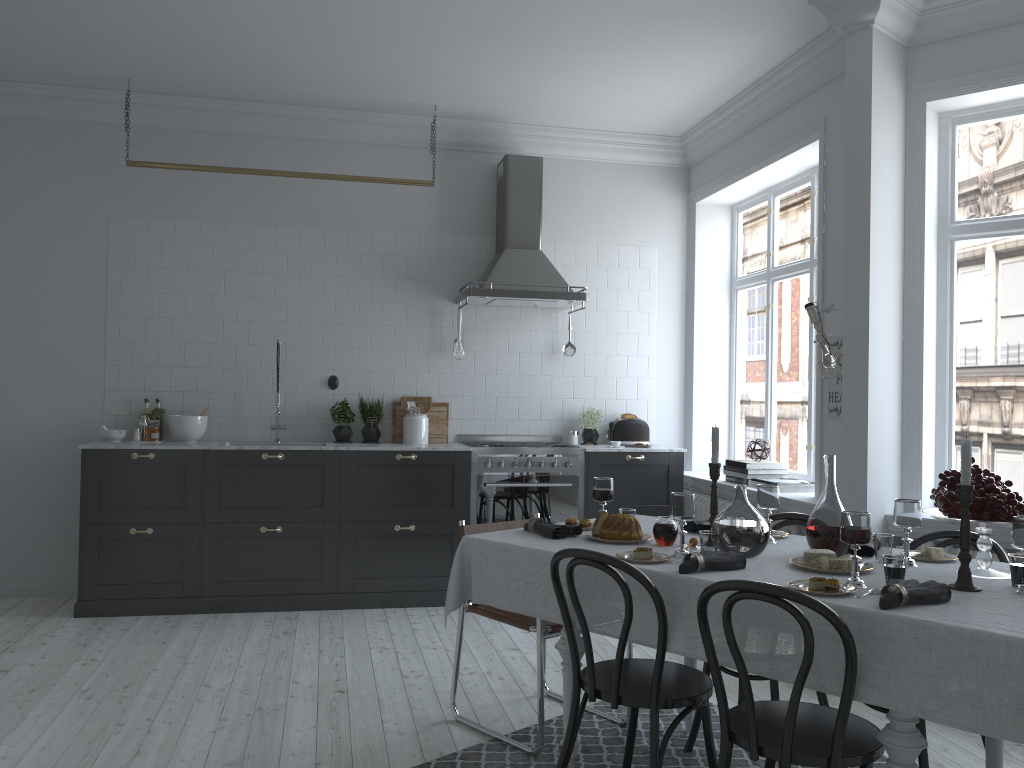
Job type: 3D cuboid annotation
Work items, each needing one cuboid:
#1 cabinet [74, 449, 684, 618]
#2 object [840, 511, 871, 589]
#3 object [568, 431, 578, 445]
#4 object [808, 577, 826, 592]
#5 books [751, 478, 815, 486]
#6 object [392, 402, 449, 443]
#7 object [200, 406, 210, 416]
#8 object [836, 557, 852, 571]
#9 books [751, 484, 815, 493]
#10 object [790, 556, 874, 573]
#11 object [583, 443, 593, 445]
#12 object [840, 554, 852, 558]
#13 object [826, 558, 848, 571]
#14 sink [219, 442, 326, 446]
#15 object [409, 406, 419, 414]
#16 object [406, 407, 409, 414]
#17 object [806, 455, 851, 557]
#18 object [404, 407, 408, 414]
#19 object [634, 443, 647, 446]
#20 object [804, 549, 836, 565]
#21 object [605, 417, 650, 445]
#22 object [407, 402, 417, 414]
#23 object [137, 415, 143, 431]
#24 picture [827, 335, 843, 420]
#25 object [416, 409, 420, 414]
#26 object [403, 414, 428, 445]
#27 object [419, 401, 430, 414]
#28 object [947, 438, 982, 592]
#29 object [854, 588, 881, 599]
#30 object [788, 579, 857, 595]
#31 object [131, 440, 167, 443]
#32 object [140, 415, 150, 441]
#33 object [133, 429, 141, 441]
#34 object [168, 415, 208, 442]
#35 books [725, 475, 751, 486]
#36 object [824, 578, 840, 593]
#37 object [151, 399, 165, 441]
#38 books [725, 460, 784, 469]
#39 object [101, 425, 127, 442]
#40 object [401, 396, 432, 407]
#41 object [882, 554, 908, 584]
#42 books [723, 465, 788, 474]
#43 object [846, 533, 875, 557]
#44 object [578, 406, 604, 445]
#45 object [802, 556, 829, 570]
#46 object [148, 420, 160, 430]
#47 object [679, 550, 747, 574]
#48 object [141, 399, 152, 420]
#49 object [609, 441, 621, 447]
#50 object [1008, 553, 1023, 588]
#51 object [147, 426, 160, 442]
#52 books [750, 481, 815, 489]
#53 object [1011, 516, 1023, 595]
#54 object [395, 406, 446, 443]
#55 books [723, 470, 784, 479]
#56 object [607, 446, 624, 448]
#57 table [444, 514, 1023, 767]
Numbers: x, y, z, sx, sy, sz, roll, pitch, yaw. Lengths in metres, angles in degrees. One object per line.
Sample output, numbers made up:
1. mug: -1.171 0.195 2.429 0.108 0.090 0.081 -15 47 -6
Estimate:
1. cabinet: -0.771 0.939 6.015 3.897 1.012 0.646 1 -1 -12
2. object: 0.991 0.478 2.560 0.083 0.215 0.083 1 -1 -7
3. object: 0.449 0.395 6.485 0.072 0.095 0.072 0 -1 33
4. object: 0.858 0.561 2.493 0.057 0.037 0.021 2 -1 -31
5. books: 1.668 0.601 5.432 0.274 0.016 0.341 1 -1 -10
6. object: -0.655 0.276 6.359 0.400 0.290 0.030 1 -1 -12
7. object: -2.105 0.262 5.943 0.042 0.232 0.209 1 -1 29
8. object: 1.052 0.570 2.815 0.040 0.039 0.077 2 -1 -42
9. books: 1.658 0.636 5.426 0.254 0.019 0.343 1 -1 -12
10. object: 1.019 0.581 2.832 0.251 0.018 0.251 1 -1 -12
11. object: 0.537 0.434 6.412 0.091 0.018 0.062 1 -1 -14
12. object: 1.065 0.568 2.874 0.039 0.040 0.077 2 -1 -32
13. object: 1.013 0.567 2.771 0.077 0.040 0.040 1 -1 7
14. sink: -1.564 0.496 5.820 0.669 0.203 0.384 1 -1 -12
15. object: -0.702 0.282 6.146 0.054 0.262 0.149 2 -1 -37
16. object: -0.686 0.290 6.217 0.118 0.250 0.033 1 -1 -12
17. object: 1.085 0.418 3.032 0.152 0.352 0.152 0 -1 39
18. object: -0.700 0.288 6.170 0.117 0.251 0.061 1 -1 18
19. object: 0.900 0.431 6.290 0.119 0.031 0.074 1 -1 21
20. object: 0.986 0.561 2.850 0.100 0.056 0.056 1 -1 5
21. object: 0.854 0.348 6.558 0.326 0.207 0.219 1 -1 -7
22. object: -0.674 0.269 6.192 0.064 0.290 0.141 2 -1 -38
23. object: -2.452 0.293 5.877 0.059 0.172 0.059 1 -1 20
24. picture: 1.773 -0.037 4.734 0.003 0.457 0.311 1 -1 -12
25. object: -0.653 0.291 6.227 0.114 0.247 0.050 0 -1 43
26. object: -0.671 0.315 6.181 0.174 0.208 0.174 1 -1 -16
27. object: -0.644 0.269 6.226 0.131 0.296 0.056 2 -1 -32
28. object: 1.306 0.373 2.553 0.089 0.432 0.089 1 -1 11
29. object: 0.981 0.576 2.439 0.131 0.012 0.031 2 -1 -44
30. object: 0.871 0.574 2.491 0.182 0.013 0.182 1 -1 3
31. object: -2.400 0.377 5.862 0.180 0.008 0.272 1 -1 -12
32. object: -2.412 0.293 5.825 0.059 0.172 0.059 1 -1 20
33. object: -2.442 0.335 5.773 0.046 0.084 0.046 1 -1 -25
34. object: -2.158 0.299 5.901 0.247 0.175 0.247 1 -1 2
35. books: 1.587 0.628 5.791 0.259 0.044 0.351 1 -1 -10
36. object: 0.891 0.561 2.468 0.036 0.039 0.051 1 -1 28
37. object: -2.371 0.241 5.956 0.089 0.282 0.082 1 -1 -12
38. books: 1.585 0.526 5.804 0.259 0.038 0.325 1 -1 -10
39. object: -2.590 0.322 5.771 0.159 0.110 0.172 1 -1 -17
40. object: -0.684 0.256 6.320 0.220 0.330 0.041 1 -1 -12
41. object: 1.091 0.538 2.528 0.066 0.094 0.066 1 -1 -23
42. books: 1.591 0.560 5.793 0.287 0.031 0.351 1 -1 -12
43. object: 1.223 0.569 3.175 0.165 0.061 0.247 1 -1 28
44. object: 0.577 0.303 6.499 0.210 0.283 0.220 1 -1 1
45. object: 0.951 0.555 2.775 0.039 0.040 0.078 2 -1 -37
46. object: -2.388 0.310 5.901 0.077 0.141 0.044 1 -1 -12
47. object: 0.631 0.552 2.762 0.165 0.061 0.247 1 -1 28
48. object: -2.452 0.239 5.945 0.066 0.282 0.066 1 -1 -17
49. object: 0.722 0.420 6.176 0.072 0.040 0.070 1 -1 -20
50. object: 1.482 0.546 2.584 0.066 0.094 0.066 1 -1 -23
51. object: -2.346 0.329 5.804 0.078 0.101 0.078 1 -1 17
52. books: 1.658 0.618 5.433 0.254 0.019 0.337 1 -1 -14
53. object: 1.460 0.486 2.507 0.083 0.215 0.083 1 -1 -7
54. object: -0.647 0.290 6.303 0.360 0.261 0.053 1 -1 -12
55. books: 1.577 0.591 5.801 0.259 0.031 0.328 1 -1 -14
56. object: 0.723 0.439 6.176 0.126 0.008 0.126 1 -1 15
57. table: 0.878 1.005 2.999 1.210 0.842 2.179 2 -1 -45
